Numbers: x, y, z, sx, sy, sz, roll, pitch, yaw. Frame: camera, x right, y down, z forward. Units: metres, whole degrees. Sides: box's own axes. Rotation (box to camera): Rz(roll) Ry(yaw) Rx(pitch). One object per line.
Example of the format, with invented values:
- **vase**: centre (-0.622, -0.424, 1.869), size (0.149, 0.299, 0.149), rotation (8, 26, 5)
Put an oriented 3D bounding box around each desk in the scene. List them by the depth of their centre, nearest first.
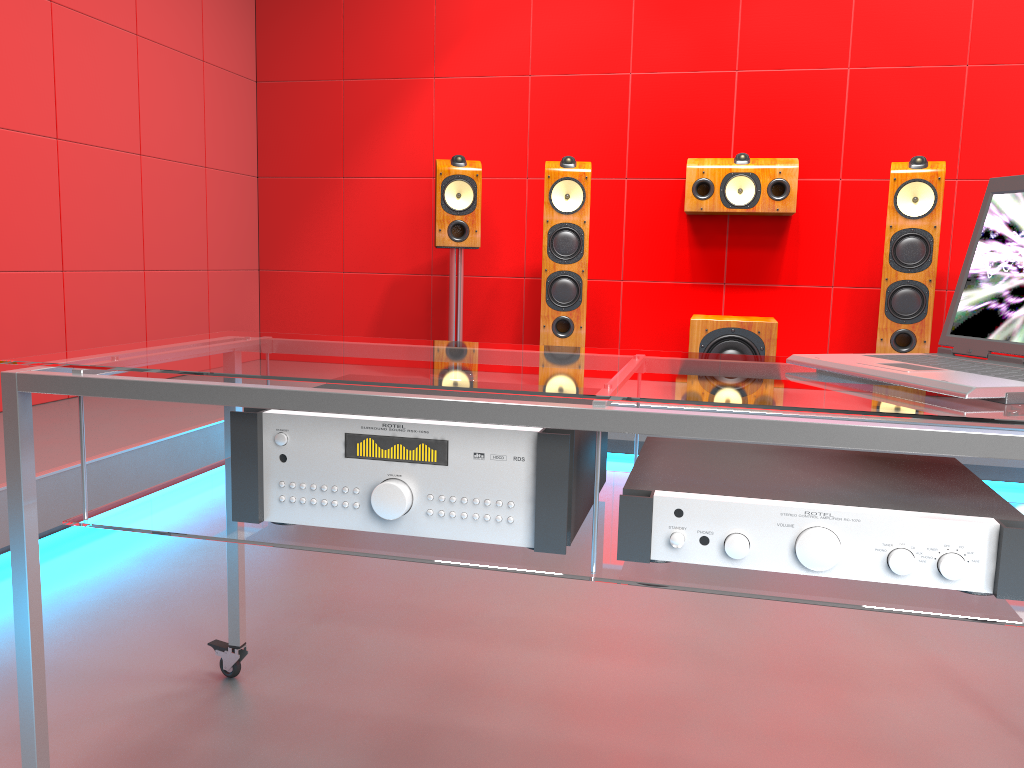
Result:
- **desk**: centre (0.122, 0.318, 1.286), size (1.617, 0.690, 0.594), rotation (3, 8, 13)

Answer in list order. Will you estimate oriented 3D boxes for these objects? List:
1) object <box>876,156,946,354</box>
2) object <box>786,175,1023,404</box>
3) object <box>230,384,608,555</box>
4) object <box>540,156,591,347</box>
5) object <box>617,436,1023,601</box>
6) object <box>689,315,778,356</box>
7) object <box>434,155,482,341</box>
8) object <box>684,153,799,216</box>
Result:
- **object**: centre (1.671, -0.418, 3.743), size (0.203, 1.052, 0.238), rotation (5, 9, 23)
- **object**: centre (0.610, -0.144, 1.151), size (0.340, 0.285, 0.342), rotation (-1, 8, -17)
- **object**: centre (-0.104, 0.102, 1.244), size (0.431, 0.158, 0.371), rotation (3, 8, 13)
- **object**: centre (0.241, -0.497, 4.053), size (0.203, 1.052, 0.238), rotation (2, 8, 3)
- **object**: centre (0.375, 0.161, 1.140), size (0.435, 0.092, 0.365), rotation (3, 8, 13)
- **object**: centre (0.970, -0.112, 3.926), size (0.360, 0.360, 0.360), rotation (3, 8, 13)
- **object**: centre (-0.262, -0.528, 4.170), size (0.231, 1.058, 0.265), rotation (1, 8, -7)
- **object**: centre (1.065, -0.931, 4.131), size (0.493, 0.271, 0.235), rotation (3, 8, 13)
